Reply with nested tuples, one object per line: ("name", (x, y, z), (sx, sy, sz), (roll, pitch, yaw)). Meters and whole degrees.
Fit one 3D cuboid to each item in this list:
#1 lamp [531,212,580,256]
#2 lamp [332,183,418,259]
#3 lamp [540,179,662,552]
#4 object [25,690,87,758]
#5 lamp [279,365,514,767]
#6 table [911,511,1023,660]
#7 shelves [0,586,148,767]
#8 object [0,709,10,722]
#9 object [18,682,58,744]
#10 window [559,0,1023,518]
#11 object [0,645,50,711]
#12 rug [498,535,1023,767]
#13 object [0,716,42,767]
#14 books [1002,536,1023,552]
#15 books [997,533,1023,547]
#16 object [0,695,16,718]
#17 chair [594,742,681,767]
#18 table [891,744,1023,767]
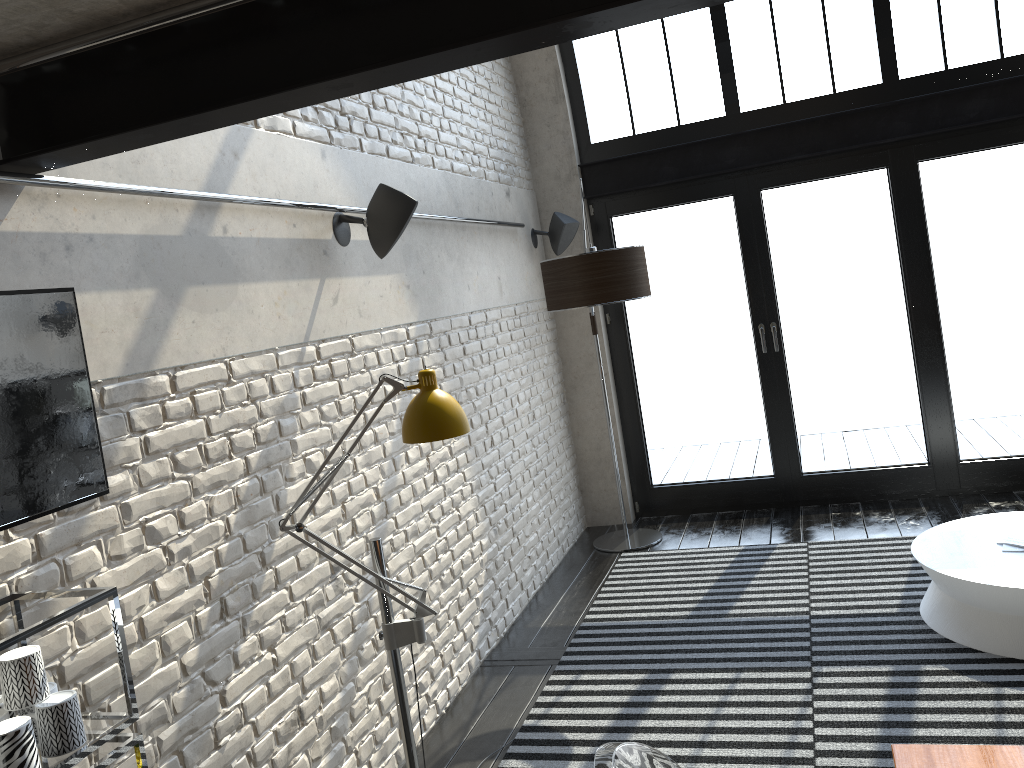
("lamp", (0.293, -1.051, 6.209), (0.356, 0.305, 0.179), (-6, 4, 37))
("lamp", (-0.547, -0.661, 3.614), (0.358, 0.305, 0.178), (-9, 3, 0))
("lamp", (0.593, -0.006, 5.359), (0.556, 2.321, 1.853), (-9, 3, 6))
("object", (-0.918, 0.680, 1.774), (0.108, 0.100, 0.083), (-8, 3, 8))
("lamp", (-0.118, 0.697, 3.054), (0.628, 1.613, 1.582), (-7, 4, 32))
("table", (2.399, 0.869, 3.964), (1.085, 0.298, 1.096), (-4, 7, 41))
("shelves", (-1.091, 0.989, 1.339), (0.287, 0.924, 1.258), (-8, 4, 19))
("object", (-1.007, 0.700, 1.721), (0.108, 0.100, 0.083), (-6, 4, 33))
("object", (-0.967, 0.683, 1.827), (0.108, 0.100, 0.083), (-6, 4, 33))
("window", (2.082, -1.759, 4.534), (4.271, 5.477, 2.883), (-8, 3, 19))
("object", (-0.995, 0.591, 1.780), (0.108, 0.100, 0.083), (-8, 3, 8))
("rug", (1.787, 1.155, 3.593), (3.393, 0.004, 3.517), (-7, 6, 19))
("object", (-0.953, 0.697, 1.665), (0.109, 0.100, 0.082), (-12, 5, -37))
("books", (2.376, 0.714, 3.958), (0.311, 0.015, 0.206), (-5, 7, 34))
("books", (2.375, 0.711, 3.958), (0.206, 0.024, 0.312), (-11, 6, -21))
("object", (-1.064, 0.701, 1.796), (0.109, 0.100, 0.082), (-12, 5, -37))
("chair", (0.505, 1.091, 1.536), (0.588, 0.938, 0.543), (-8, 3, 14))
("table", (0.871, 1.247, 0.443), (0.925, 0.730, 2.691), (-8, 6, 19))
